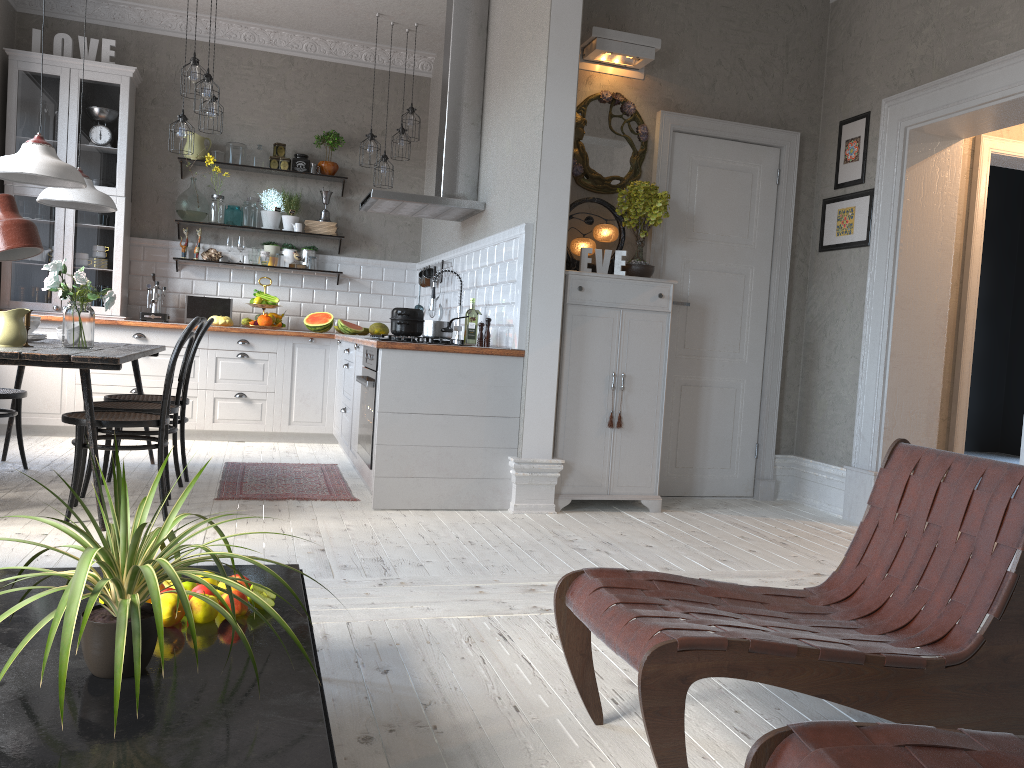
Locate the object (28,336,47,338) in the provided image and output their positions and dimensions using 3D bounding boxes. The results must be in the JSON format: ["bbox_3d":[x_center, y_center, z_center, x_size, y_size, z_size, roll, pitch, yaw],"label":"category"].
[{"bbox_3d":[-2.490,-0.236,4.482,0.232,0.027,0.242,6,4,41],"label":"object"}]

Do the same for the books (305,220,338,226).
[{"bbox_3d":[-1.603,-1.354,7.454,0.263,0.011,0.156,3,3,-12],"label":"books"}]

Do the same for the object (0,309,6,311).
[{"bbox_3d":[-2.309,-0.262,3.979,0.062,0.172,0.062,4,3,4],"label":"object"}]

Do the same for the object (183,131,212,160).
[{"bbox_3d":[-2.516,-1.885,7.059,0.191,0.216,0.172,4,3,-4],"label":"object"}]

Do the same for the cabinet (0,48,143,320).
[{"bbox_3d":[-3.350,-1.451,6.731,0.891,1.920,0.383,3,3,-18],"label":"cabinet"}]

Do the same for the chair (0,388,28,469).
[{"bbox_3d":[-2.891,0.021,4.715,0.551,0.920,0.436,4,3,-5],"label":"chair"}]

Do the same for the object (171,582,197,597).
[{"bbox_3d":[-0.702,0.446,1.896,0.060,0.058,0.062,5,3,27],"label":"object"}]

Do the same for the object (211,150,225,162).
[{"bbox_3d":[-2.381,-1.828,7.167,0.104,0.111,0.102,3,3,-17],"label":"object"}]

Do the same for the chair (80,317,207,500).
[{"bbox_3d":[-1.871,0.100,4.507,0.553,0.920,0.434,3,3,-10],"label":"chair"}]

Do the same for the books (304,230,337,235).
[{"bbox_3d":[-1.609,-1.269,7.459,0.263,0.011,0.156,3,3,-12],"label":"books"}]

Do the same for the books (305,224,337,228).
[{"bbox_3d":[-1.605,-1.322,7.456,0.263,0.011,0.156,3,3,-12],"label":"books"}]

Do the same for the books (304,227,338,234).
[{"bbox_3d":[-1.607,-1.290,7.458,0.263,0.016,0.157,3,3,-9],"label":"books"}]

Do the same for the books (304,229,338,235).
[{"bbox_3d":[-1.608,-1.279,7.458,0.262,0.016,0.157,4,3,-5],"label":"books"}]

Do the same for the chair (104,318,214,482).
[{"bbox_3d":[-1.985,0.069,4.971,0.557,0.920,0.432,3,3,-20],"label":"chair"}]

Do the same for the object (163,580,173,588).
[{"bbox_3d":[-0.753,0.450,1.944,0.065,0.039,0.065,3,3,-11],"label":"object"}]

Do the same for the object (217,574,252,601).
[{"bbox_3d":[-0.602,0.448,1.926,0.074,0.064,0.076,4,3,13],"label":"object"}]

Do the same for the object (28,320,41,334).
[{"bbox_3d":[-2.488,-0.280,4.480,0.183,0.094,0.176,2,3,-26],"label":"object"}]

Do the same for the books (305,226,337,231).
[{"bbox_3d":[-1.607,-1.301,7.457,0.263,0.011,0.156,3,3,-12],"label":"books"}]

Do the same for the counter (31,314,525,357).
[{"bbox_3d":[-1.908,-0.349,5.758,3.202,0.039,3.348,3,3,-17],"label":"counter"}]

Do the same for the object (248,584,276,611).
[{"bbox_3d":[-0.540,0.459,1.907,0.059,0.053,0.059,3,3,-11],"label":"object"}]

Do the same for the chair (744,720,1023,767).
[{"bbox_3d":[0.889,0.555,1.186,1.030,0.720,0.501,3,3,-18],"label":"chair"}]

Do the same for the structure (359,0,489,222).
[{"bbox_3d":[-0.561,-1.941,5.823,0.722,1.595,0.703,3,3,-17],"label":"structure"}]

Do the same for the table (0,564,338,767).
[{"bbox_3d":[-0.783,0.638,1.552,0.860,0.303,1.294,3,3,-17],"label":"table"}]

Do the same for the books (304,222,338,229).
[{"bbox_3d":[-1.605,-1.333,7.455,0.262,0.016,0.157,4,3,-5],"label":"books"}]

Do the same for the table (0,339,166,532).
[{"bbox_3d":[-2.312,0.170,4.385,0.916,0.735,1.896,3,3,-17],"label":"table"}]

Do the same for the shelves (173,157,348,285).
[{"bbox_3d":[-2.059,-1.302,7.304,1.333,0.923,0.226,3,3,-18],"label":"shelves"}]

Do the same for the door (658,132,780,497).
[{"bbox_3d":[1.241,-0.392,5.425,0.761,2.182,0.079,3,3,-19],"label":"door"}]

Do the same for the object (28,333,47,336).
[{"bbox_3d":[-2.490,-0.244,4.482,0.236,0.027,0.238,4,3,6],"label":"object"}]

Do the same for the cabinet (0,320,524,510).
[{"bbox_3d":[-1.540,0.072,6.060,4.121,0.854,2.023,5,3,28],"label":"cabinet"}]

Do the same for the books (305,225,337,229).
[{"bbox_3d":[-1.606,-1.312,7.456,0.264,0.011,0.156,3,3,-15],"label":"books"}]

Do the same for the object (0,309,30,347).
[{"bbox_3d":[-2.211,-0.250,3.888,0.133,0.170,0.152,6,3,34],"label":"object"}]

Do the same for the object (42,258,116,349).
[{"bbox_3d":[-2.029,-0.374,4.151,0.316,0.414,0.248,3,3,-19],"label":"object"}]

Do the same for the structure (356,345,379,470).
[{"bbox_3d":[-0.524,0.120,4.885,0.626,0.623,0.614,3,3,-17],"label":"structure"}]

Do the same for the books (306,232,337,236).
[{"bbox_3d":[-1.610,-1.257,7.459,0.264,0.011,0.156,3,3,-15],"label":"books"}]

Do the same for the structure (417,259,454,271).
[{"bbox_3d":[-0.598,-0.898,6.779,0.096,0.053,1.072,3,3,-16],"label":"structure"}]

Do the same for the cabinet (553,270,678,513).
[{"bbox_3d":[0.507,0.047,4.978,0.675,1.297,0.379,3,3,-18],"label":"cabinet"}]

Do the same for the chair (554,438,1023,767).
[{"bbox_3d":[0.656,0.498,1.998,1.030,0.720,0.501,3,3,-18],"label":"chair"}]

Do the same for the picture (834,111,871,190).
[{"bbox_3d":[2.025,-1.385,5.279,0.012,0.416,0.279,3,3,-16],"label":"picture"}]

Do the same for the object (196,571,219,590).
[{"bbox_3d":[-0.673,0.443,1.953,0.061,0.062,0.062,2,3,-36],"label":"object"}]

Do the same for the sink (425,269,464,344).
[{"bbox_3d":[-0.560,-0.372,5.516,0.535,0.720,0.480,3,3,-17],"label":"sink"}]

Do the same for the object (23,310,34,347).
[{"bbox_3d":[-2.181,-0.251,3.984,0.059,0.167,0.059,4,3,-4],"label":"object"}]

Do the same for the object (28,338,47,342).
[{"bbox_3d":[-2.491,-0.227,4.483,0.237,0.027,0.237,4,3,1],"label":"object"}]

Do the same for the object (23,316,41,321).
[{"bbox_3d":[-2.486,-0.300,4.479,0.183,0.094,0.176,2,3,-26],"label":"object"}]

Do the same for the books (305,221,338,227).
[{"bbox_3d":[-1.604,-1.344,7.455,0.263,0.016,0.157,3,3,-9],"label":"books"}]

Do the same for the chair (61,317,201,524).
[{"bbox_3d":[-1.722,0.136,4.002,0.557,0.920,0.432,3,3,-20],"label":"chair"}]

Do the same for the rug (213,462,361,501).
[{"bbox_3d":[-1.321,0.555,5.167,0.745,0.014,1.273,3,3,-17],"label":"rug"}]

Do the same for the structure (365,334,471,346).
[{"bbox_3d":[-0.527,-0.245,4.864,0.502,0.031,0.598,3,3,-17],"label":"structure"}]

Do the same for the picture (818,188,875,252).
[{"bbox_3d":[1.998,-0.972,5.301,0.014,0.331,0.483,3,3,-16],"label":"picture"}]

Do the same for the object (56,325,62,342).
[{"bbox_3d":[-2.291,-0.265,4.589,0.125,0.119,0.127,4,3,-1],"label":"object"}]
